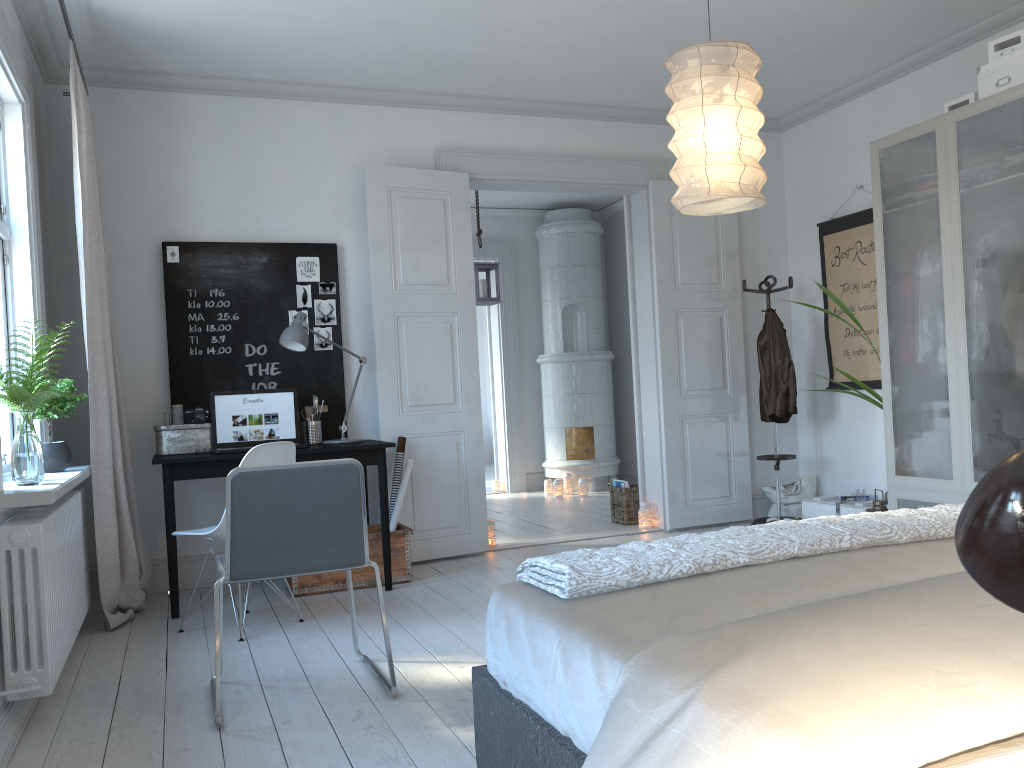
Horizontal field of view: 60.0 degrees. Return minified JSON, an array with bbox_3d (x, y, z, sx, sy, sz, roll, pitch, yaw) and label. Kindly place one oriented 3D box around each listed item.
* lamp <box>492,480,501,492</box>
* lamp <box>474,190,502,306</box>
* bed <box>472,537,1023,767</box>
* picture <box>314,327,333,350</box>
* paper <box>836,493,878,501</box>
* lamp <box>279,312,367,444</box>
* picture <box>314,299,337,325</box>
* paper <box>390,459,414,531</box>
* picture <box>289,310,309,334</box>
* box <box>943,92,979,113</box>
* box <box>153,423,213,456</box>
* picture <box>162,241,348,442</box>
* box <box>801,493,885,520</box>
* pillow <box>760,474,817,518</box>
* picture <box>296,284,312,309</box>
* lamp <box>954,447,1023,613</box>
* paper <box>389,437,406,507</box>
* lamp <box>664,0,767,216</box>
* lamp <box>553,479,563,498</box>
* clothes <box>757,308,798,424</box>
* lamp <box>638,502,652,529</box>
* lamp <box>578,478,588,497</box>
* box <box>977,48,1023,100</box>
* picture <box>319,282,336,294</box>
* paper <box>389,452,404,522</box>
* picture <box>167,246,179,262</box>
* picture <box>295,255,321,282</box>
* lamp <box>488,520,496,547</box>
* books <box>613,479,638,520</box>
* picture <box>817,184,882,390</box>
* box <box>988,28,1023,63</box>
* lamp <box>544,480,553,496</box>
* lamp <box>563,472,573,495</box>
[{"bbox_3d":[-0.157,1.025,8.892,0.093,0.110,0.093,-3,0,-4],"label":"lamp"},{"bbox_3d":[-0.273,-1.517,7.082,0.228,1.762,0.228,-3,0,-24],"label":"lamp"},{"bbox_3d":[1.024,0.411,1.470,1.887,1.046,2.177,-3,-1,-21],"label":"bed"},{"bbox_3d":[-1.093,-0.265,5.131,0.103,0.136,0.001,-3,0,-21],"label":"picture"},{"bbox_3d":[2.162,0.707,5.560,0.222,0.031,0.175,-3,-1,11],"label":"paper"},{"bbox_3d":[-1.017,-0.028,4.864,0.230,0.716,0.616,-3,0,40],"label":"lamp"},{"bbox_3d":[-1.081,-0.418,5.137,0.121,0.153,0.002,-3,0,-21],"label":"picture"},{"bbox_3d":[-0.644,0.735,4.897,0.283,0.626,0.041,-3,0,-43],"label":"paper"},{"bbox_3d":[-1.222,-0.351,5.082,0.107,0.150,0.001,-3,0,-21],"label":"picture"},{"bbox_3d":[2.252,-1.328,4.303,0.222,0.107,0.180,-3,0,-21],"label":"box"},{"bbox_3d":[-1.707,0.286,4.651,0.317,0.152,0.193,-3,0,-21],"label":"box"},{"bbox_3d":[-1.443,-0.214,5.029,0.952,1.172,0.064,-3,0,-21],"label":"picture"},{"bbox_3d":[2.149,0.815,5.500,0.376,0.218,0.641,-3,-1,-21],"label":"box"},{"bbox_3d":[1.939,0.786,6.167,0.317,0.314,0.273,-3,0,-20],"label":"pillow"},{"bbox_3d":[-1.195,-0.505,5.096,0.083,0.146,0.002,-3,0,-21],"label":"picture"},{"bbox_3d":[0.251,0.497,0.336,0.800,0.936,0.450,-3,0,-39],"label":"lamp"},{"bbox_3d":[-0.669,0.678,5.027,0.048,0.747,0.297,-3,0,24],"label":"paper"},{"bbox_3d":[0.698,-1.232,3.119,0.339,1.231,0.340,-3,0,10],"label":"lamp"},{"bbox_3d":[0.427,0.966,8.195,0.089,0.166,0.089,-3,0,-19],"label":"lamp"},{"bbox_3d":[1.741,-0.120,5.843,0.237,0.770,0.211,-3,0,12],"label":"clothes"},{"bbox_3d":[0.912,0.900,6.085,0.093,0.180,0.093,-3,0,-38],"label":"lamp"},{"bbox_3d":[0.654,0.953,8.160,0.089,0.166,0.089,-3,0,-22],"label":"lamp"},{"bbox_3d":[2.346,-1.382,4.047,0.285,0.199,0.281,-3,0,-21],"label":"box"},{"bbox_3d":[-1.071,-0.557,5.144,0.095,0.071,0.001,-3,0,-21],"label":"picture"},{"bbox_3d":[-0.667,0.719,4.952,0.043,0.669,0.266,-3,0,24],"label":"paper"},{"bbox_3d":[-1.854,-0.710,4.849,0.061,0.088,0.004,-3,0,-24],"label":"picture"},{"bbox_3d":[-1.172,-0.666,5.106,0.147,0.154,0.004,-3,0,-21],"label":"picture"},{"bbox_3d":[-0.150,0.956,5.667,0.089,0.166,0.089,-3,0,-28],"label":"lamp"},{"bbox_3d":[0.873,0.840,6.462,0.201,0.300,0.179,-3,0,-21],"label":"books"},{"bbox_3d":[2.252,-0.621,5.657,0.057,1.313,0.793,-3,0,-21],"label":"picture"},{"bbox_3d":[2.339,-1.533,4.073,0.225,0.107,0.180,-3,-1,-31],"label":"box"},{"bbox_3d":[0.346,0.983,8.412,0.084,0.146,0.084,-3,0,-16],"label":"lamp"},{"bbox_3d":[0.526,0.941,8.375,0.098,0.210,0.098,-3,0,-16],"label":"lamp"}]
